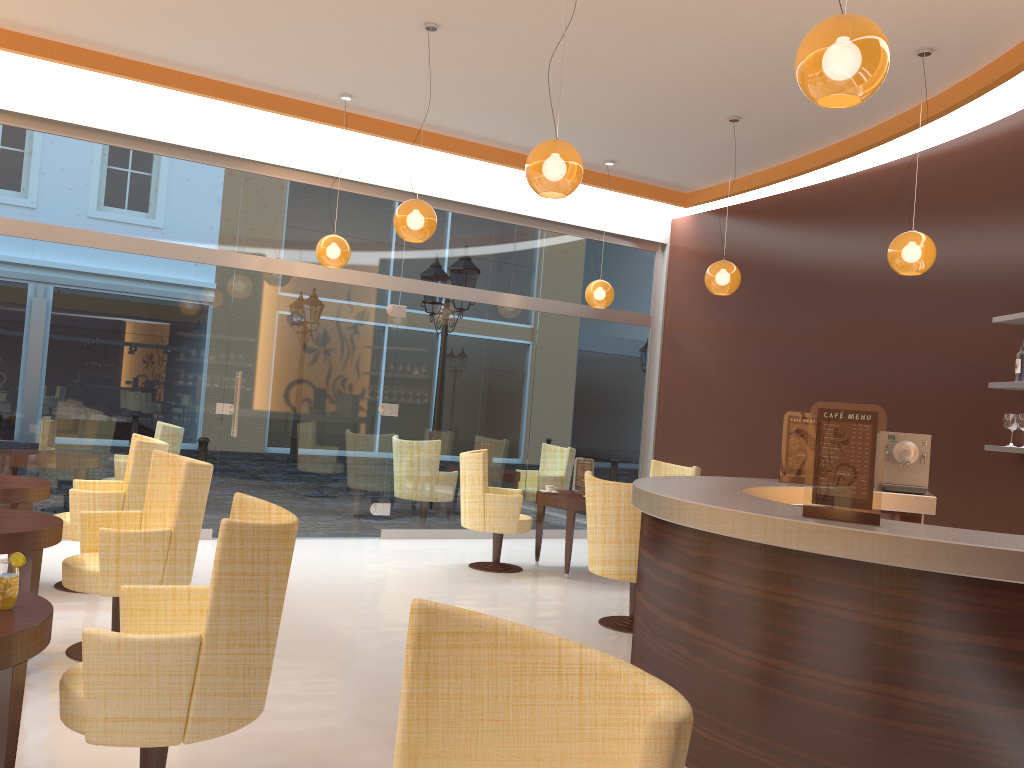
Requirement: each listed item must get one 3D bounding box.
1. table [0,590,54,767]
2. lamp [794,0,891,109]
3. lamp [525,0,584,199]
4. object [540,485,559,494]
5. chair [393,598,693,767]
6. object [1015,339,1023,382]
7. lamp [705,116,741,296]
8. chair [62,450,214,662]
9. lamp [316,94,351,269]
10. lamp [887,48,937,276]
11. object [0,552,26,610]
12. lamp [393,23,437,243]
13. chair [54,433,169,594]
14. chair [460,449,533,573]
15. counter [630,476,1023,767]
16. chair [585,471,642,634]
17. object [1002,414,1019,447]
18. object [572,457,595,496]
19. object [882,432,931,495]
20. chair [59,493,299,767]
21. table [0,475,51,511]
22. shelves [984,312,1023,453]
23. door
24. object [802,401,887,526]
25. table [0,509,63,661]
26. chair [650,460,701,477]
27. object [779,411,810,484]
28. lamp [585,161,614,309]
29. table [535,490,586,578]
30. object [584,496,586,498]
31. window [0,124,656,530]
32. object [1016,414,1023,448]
[{"bbox_3d":[-1.825,0.994,2.525,0.872,0.679,0.874,4,-2,2],"label":"table"},{"bbox_3d":[1.142,-1.683,2.962,0.299,1.500,0.299,5,-2,-11],"label":"lamp"},{"bbox_3d":[0.263,-1.706,4.533,0.299,1.500,0.299,3,-2,39],"label":"lamp"},{"bbox_3d":[0.335,0.943,7.938,0.153,0.069,0.153,5,-2,-29],"label":"object"},{"bbox_3d":[-0.136,0.923,1.366,0.685,1.017,0.729,5,-2,-32],"label":"chair"},{"bbox_3d":[3.376,-0.148,5.867,0.073,0.297,0.073,5,-2,-20],"label":"object"},{"bbox_3d":[1.818,-1.501,7.469,0.299,1.500,0.299,3,-2,39],"label":"lamp"},{"bbox_3d":[-1.963,0.874,4.632,0.685,1.017,0.729,5,-2,-32],"label":"chair"},{"bbox_3d":[-1.494,-1.753,7.674,0.299,1.500,0.299,3,-2,35],"label":"lamp"},{"bbox_3d":[2.697,-1.477,5.898,0.299,1.500,0.299,3,-2,39],"label":"lamp"},{"bbox_3d":[-1.530,0.595,2.689,0.067,0.171,0.072,3,-2,43],"label":"object"},{"bbox_3d":[-0.615,-1.730,6.103,0.299,1.500,0.299,5,-2,-18],"label":"lamp"},{"bbox_3d":[-2.725,0.854,5.993,0.685,1.017,0.729,5,-2,-26],"label":"chair"},{"bbox_3d":[-0.155,1.106,7.815,0.685,1.017,0.729,4,-2,3],"label":"chair"},{"bbox_3d":[1.333,1.077,4.184,1.586,1.100,2.917,4,-2,16],"label":"counter"},{"bbox_3d":[0.830,1.131,6.007,0.729,1.017,0.685,3,-2,39],"label":"chair"},{"bbox_3d":[3.345,0.312,5.932,0.125,0.221,0.125,5,-2,-4],"label":"object"},{"bbox_3d":[0.646,0.836,8.016,0.209,0.335,0.042,3,-2,36],"label":"object"},{"bbox_3d":[2.266,0.455,5.149,0.270,0.340,0.373,4,-2,16],"label":"object"},{"bbox_3d":[-1.084,0.892,2.885,0.685,1.017,0.729,5,-2,-12],"label":"chair"},{"bbox_3d":[-3.465,0.956,5.668,0.872,0.679,0.874,4,-2,17],"label":"table"},{"bbox_3d":[2.812,-0.101,3.755,0.586,0.902,4.744,4,-2,18],"label":"shelves"},{"bbox_3d":[-1.939,0.244,8.541,1.640,2.499,0.020,5,-2,-29],"label":"door"},{"bbox_3d":[1.169,0.274,3.119,0.258,0.414,0.052,4,-2,30],"label":"object"},{"bbox_3d":[-2.629,0.979,4.174,0.872,0.679,0.874,4,-2,7],"label":"table"},{"bbox_3d":[1.367,1.239,8.288,0.685,1.017,0.729,5,-2,-26],"label":"chair"},{"bbox_3d":[1.688,0.373,5.176,0.258,0.414,0.052,5,-2,-15],"label":"object"},{"bbox_3d":[0.940,-1.524,9.039,0.299,1.500,0.299,4,-2,28],"label":"lamp"},{"bbox_3d":[0.628,1.342,7.963,0.872,0.679,0.874,4,-2,17],"label":"table"},{"bbox_3d":[0.752,0.995,7.748,0.234,0.020,0.234,3,-2,32],"label":"object"},{"bbox_3d":[-1.900,-0.254,8.556,8.200,3.380,0.040,5,-2,-29],"label":"window"},{"bbox_3d":[3.351,0.308,5.773,0.125,0.221,0.125,5,-2,-4],"label":"object"}]
